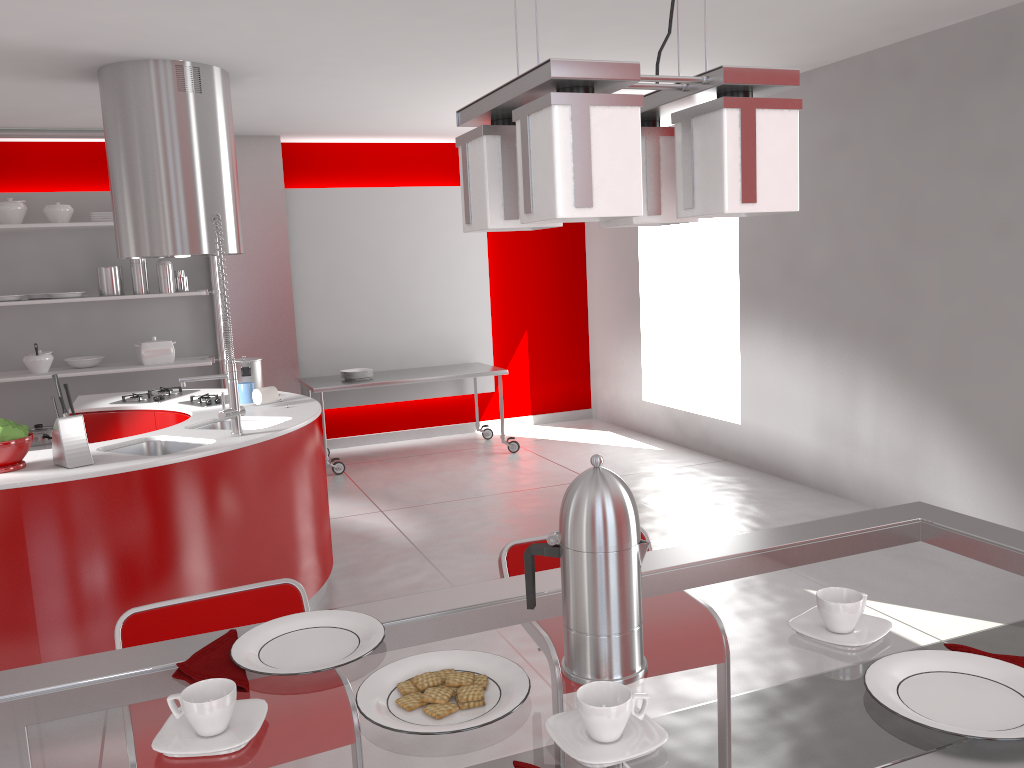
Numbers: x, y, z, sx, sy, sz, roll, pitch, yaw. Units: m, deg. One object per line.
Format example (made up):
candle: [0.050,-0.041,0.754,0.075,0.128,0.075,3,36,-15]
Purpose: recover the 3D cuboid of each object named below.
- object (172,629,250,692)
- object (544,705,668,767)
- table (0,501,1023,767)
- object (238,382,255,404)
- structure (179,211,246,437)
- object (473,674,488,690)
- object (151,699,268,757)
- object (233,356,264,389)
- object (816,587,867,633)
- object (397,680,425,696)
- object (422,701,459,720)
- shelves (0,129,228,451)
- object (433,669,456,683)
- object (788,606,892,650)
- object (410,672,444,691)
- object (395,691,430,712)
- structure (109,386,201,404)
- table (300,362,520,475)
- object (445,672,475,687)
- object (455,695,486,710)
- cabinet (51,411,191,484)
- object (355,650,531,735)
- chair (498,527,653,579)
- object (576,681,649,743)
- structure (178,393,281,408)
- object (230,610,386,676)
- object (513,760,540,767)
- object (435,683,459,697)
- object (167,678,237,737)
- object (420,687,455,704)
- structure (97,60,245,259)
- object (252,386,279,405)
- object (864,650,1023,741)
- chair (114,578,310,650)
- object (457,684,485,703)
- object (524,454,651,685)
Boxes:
object: [-0.420,0.386,1.224,0.095,0.012,0.234,-6,8,-21]
object: [0.104,0.392,0.990,0.119,0.016,0.119,-6,9,-24]
table: [0.232,0.863,1.245,1.700,1.000,0.800,-6,8,-21]
object: [-1.341,0.043,4.455,0.109,0.100,0.080,4,10,41]
structure: [-1.212,-0.244,3.629,0.178,0.920,0.308,0,8,22]
object: [-0.047,0.380,1.131,0.034,0.006,0.036,-3,8,0]
object: [-0.353,0.406,1.044,0.119,0.016,0.119,-3,8,-1]
object: [-1.443,-0.059,4.796,0.218,0.185,0.189,2,9,31]
object: [0.463,0.317,1.233,0.078,0.049,0.062,-3,8,1]
object: [-0.127,0.385,1.128,0.036,0.006,0.034,-6,8,-21]
object: [-0.086,0.391,1.069,0.036,0.006,0.034,-10,10,-42]
shelves: [-2.982,-0.494,6.374,1.735,2.599,0.535,-6,8,-21]
object: [-0.088,0.380,1.151,0.036,0.006,0.034,-6,8,-22]
object: [0.457,0.341,1.237,0.119,0.016,0.119,-10,10,-41]
object: [-0.109,0.378,1.130,0.034,0.006,0.036,-8,9,-33]
object: [-0.122,0.390,1.091,0.036,0.006,0.034,-9,10,-37]
structure: [-1.992,0.056,4.969,0.303,0.037,0.457,-2,8,9]
table: [-0.834,0.255,7.214,1.627,0.682,0.749,-6,8,-20]
object: [-0.066,0.376,1.129,0.036,0.006,0.034,-2,8,2]
object: [-0.051,0.387,1.087,0.034,0.006,0.036,-5,8,-17]
cabinet: [-2.143,0.653,3.815,1.025,0.761,1.875,1,9,24]
object: [-0.085,0.385,1.103,0.217,0.015,0.217,-1,8,16]
chair: [0.233,0.817,2.104,0.418,0.857,0.460,-5,8,-16]
object: [0.110,0.368,0.985,0.078,0.049,0.062,0,8,19]
structure: [-1.508,0.064,4.742,0.303,0.037,0.457,5,11,43]
object: [-0.289,0.372,1.267,0.217,0.015,0.217,-1,8,15]
object: [0.087,0.412,0.856,0.095,0.012,0.234,-6,8,-22]
object: [-0.084,0.385,1.115,0.036,0.006,0.034,-3,8,-4]
object: [-0.361,0.383,1.038,0.078,0.049,0.062,-6,8,-21]
object: [-0.092,0.382,1.091,0.036,0.006,0.034,-1,8,16]
structure: [-1.800,-1.157,4.721,0.644,0.958,0.644,3,10,35]
object: [-1.229,0.056,4.389,0.109,0.080,0.100,3,10,38]
object: [0.527,0.364,1.036,0.217,0.015,0.217,-2,8,3]
chair: [-0.545,0.895,1.809,0.418,0.857,0.460,-7,9,-26]
object: [-0.051,0.380,1.091,0.034,0.006,0.036,-4,8,-9]
object: [0.098,0.233,1.145,0.149,0.287,0.113,-5,8,-13]
